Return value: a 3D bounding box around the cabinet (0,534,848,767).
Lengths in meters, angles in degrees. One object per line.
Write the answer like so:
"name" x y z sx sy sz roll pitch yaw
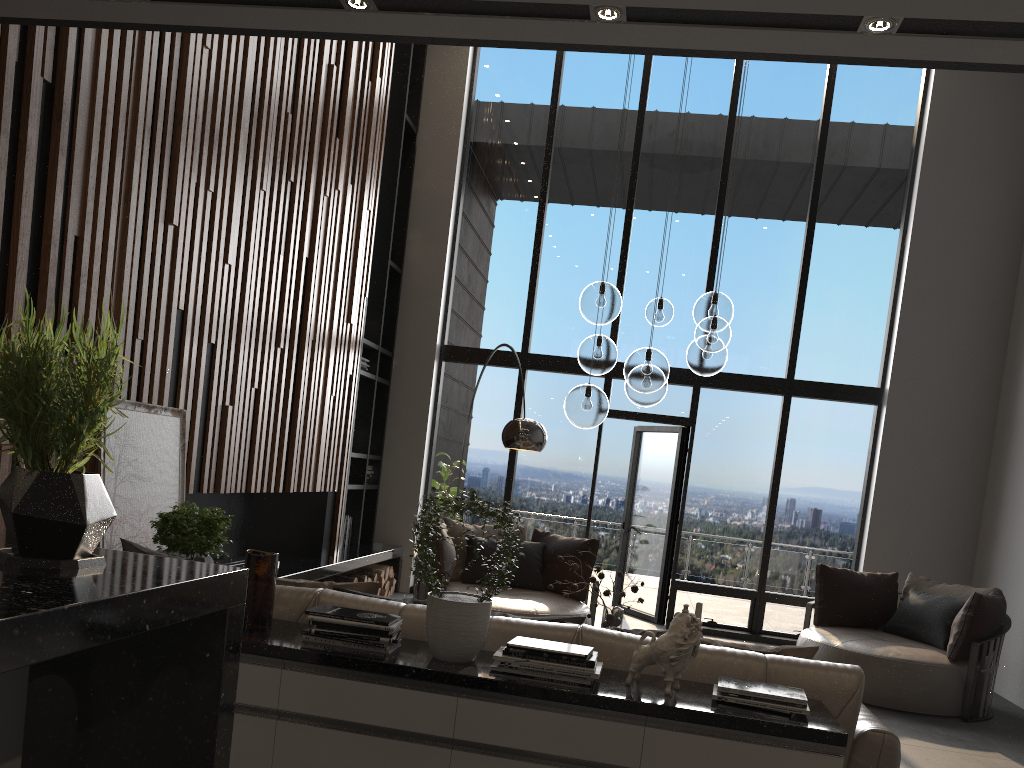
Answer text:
"cabinet" -1.105 -0.415 0.064 3.609 3.253 6.226 7 -4 9

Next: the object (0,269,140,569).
"object" -0.585 0.042 1.111 0.187 0.371 0.194 6 2 -36

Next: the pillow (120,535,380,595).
"pillow" -1.186 0.997 3.816 1.371 0.550 0.768 3 -4 39

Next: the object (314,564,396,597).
"object" -1.584 1.669 6.781 0.434 0.390 4.057 6 -6 10

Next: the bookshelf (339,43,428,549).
"bookshelf" -1.360 -1.154 7.969 0.337 5.347 1.452 7 3 9

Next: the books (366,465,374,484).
"books" -1.518 0.875 8.566 0.217 0.191 0.375 7 -4 9

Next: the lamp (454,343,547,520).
"lamp" -0.180 0.847 6.970 0.321 2.345 2.020 6 0 -14

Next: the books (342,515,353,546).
"books" -1.635 1.365 8.202 0.174 0.288 0.333 7 -2 9

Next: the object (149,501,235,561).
"object" -1.114 0.605 3.016 0.274 0.410 0.306 6 0 -31

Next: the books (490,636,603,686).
"books" 0.118 0.894 2.835 0.347 0.100 0.195 6 -4 8

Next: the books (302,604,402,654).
"books" -0.523 0.822 2.932 0.324 0.099 0.205 6 -4 9

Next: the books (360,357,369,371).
"books" -1.461 -0.184 8.048 0.218 0.129 0.324 6 -4 9

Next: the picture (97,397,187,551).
"picture" -1.798 0.596 4.280 0.101 1.003 0.729 7 0 9

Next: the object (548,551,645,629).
"object" 0.451 1.241 4.986 0.545 0.606 0.314 7 1 -21

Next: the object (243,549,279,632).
"object" -0.865 0.704 2.989 0.108 0.269 0.109 7 2 14

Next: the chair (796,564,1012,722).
"chair" 2.950 1.910 6.666 1.433 0.903 1.493 5 -3 25

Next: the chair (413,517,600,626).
"chair" -0.067 1.568 6.830 1.468 0.903 1.458 5 -4 35

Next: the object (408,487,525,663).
"object" -0.160 0.624 2.881 0.386 0.579 0.214 7 2 -11

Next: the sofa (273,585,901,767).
"sofa" -0.159 1.319 4.055 3.234 0.822 1.883 6 -4 9

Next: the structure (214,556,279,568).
"structure" -1.897 1.267 6.051 0.298 0.103 0.714 6 -6 9

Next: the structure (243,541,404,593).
"structure" -1.925 1.448 5.626 0.665 0.459 6.560 6 -6 9

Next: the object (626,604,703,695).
"object" 0.491 0.839 2.800 0.205 0.292 0.136 7 2 28

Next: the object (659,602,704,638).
"object" 0.912 1.375 4.773 0.313 0.400 0.321 7 0 28

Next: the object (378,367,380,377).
"object" -1.342 -0.174 8.520 0.059 0.234 0.188 7 0 12

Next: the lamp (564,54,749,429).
"lamp" 1.012 -2.187 4.753 1.229 5.027 1.223 7 3 6

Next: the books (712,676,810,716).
"books" 0.781 0.982 2.756 0.292 0.054 0.184 6 -5 13

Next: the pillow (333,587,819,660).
"pillow" 0.161 1.121 3.513 1.936 0.502 0.543 6 -1 8
